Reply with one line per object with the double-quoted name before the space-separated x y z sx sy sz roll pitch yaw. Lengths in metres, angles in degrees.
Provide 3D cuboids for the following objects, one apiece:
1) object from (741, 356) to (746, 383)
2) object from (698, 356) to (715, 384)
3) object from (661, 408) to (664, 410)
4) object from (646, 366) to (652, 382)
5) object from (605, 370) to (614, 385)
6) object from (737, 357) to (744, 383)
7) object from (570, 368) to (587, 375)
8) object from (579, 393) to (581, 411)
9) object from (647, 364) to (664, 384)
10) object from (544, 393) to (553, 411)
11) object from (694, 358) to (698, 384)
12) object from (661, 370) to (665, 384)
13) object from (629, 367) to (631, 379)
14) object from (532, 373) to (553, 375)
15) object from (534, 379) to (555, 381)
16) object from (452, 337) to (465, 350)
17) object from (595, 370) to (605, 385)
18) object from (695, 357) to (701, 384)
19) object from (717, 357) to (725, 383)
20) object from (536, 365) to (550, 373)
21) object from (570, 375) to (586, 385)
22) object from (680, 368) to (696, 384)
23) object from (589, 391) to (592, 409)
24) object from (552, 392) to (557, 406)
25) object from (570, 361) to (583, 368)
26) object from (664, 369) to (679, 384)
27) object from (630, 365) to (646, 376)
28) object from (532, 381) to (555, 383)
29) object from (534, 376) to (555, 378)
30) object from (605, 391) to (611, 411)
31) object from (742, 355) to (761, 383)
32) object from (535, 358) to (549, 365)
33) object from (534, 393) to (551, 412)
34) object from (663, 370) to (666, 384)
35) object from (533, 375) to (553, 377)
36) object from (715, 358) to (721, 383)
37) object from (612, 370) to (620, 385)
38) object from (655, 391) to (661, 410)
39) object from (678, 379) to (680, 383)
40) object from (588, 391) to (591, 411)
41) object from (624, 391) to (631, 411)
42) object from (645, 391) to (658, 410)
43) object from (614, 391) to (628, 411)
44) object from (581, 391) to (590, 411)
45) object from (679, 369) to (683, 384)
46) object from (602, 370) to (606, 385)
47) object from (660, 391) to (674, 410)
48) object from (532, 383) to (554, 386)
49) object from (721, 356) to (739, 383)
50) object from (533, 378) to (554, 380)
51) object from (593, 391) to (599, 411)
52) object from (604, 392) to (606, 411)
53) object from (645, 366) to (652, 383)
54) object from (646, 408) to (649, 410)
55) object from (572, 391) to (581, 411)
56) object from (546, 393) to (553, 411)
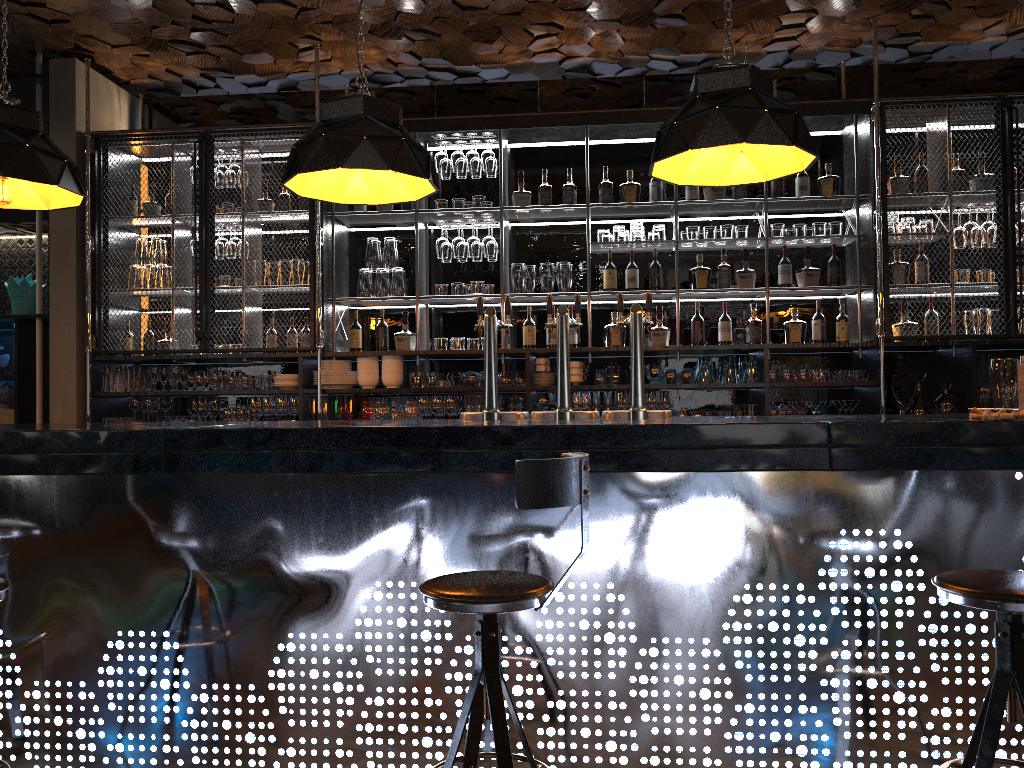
"object" 1.515 -0.090 5.664 0.115 0.172 0.101 -1 -1 -10
"object" 1.223 -0.088 5.575 0.115 0.172 0.101 -2 -1 35
"object" 1.015 0.162 5.881 0.091 0.229 0.091 -1 -1 3
"object" 0.929 -0.058 5.773 0.108 0.126 0.108 -1 -1 0
"object" 0.623 -0.042 5.686 0.067 0.099 0.058 -2 -2 41
"object" 1.519 -0.088 5.791 0.115 0.172 0.101 -1 -1 15
"object" 0.418 -0.068 5.749 0.106 0.069 0.094 0 -2 -43
"object" 0.422 0.165 5.777 0.058 0.234 0.058 -1 -1 28
"object" 0.916 -0.060 5.657 0.108 0.126 0.108 -2 -2 40
"object" 0.216 0.172 5.845 0.108 0.227 0.108 0 -1 -15
"object" 1.248 -0.084 5.817 0.115 0.172 0.101 -1 -1 -10
"object" 1.035 -0.042 5.905 0.098 0.097 0.098 -1 -1 -3
"object" 0.826 -0.053 5.906 0.100 0.125 0.100 -1 -1 19
"object" 0.204 -0.061 5.781 0.149 0.026 0.148 -1 -1 12
"object" 0.207 -0.018 5.780 0.149 0.023 0.149 0 -1 -10
"object" -0.356 -0.260 5.889 0.089 0.092 0.089 0 -1 -31
"object" 0.558 -0.042 5.653 0.067 0.099 0.058 0 -2 -39
"object" 1.229 -0.086 5.696 0.115 0.172 0.101 -1 -1 15
"object" 1.372 -0.088 5.680 0.101 0.172 0.115 -2 -1 35
"object" 0.208 -0.093 5.780 0.107 0.070 0.094 -2 -1 36
"object" 0.420 -0.023 5.744 0.106 0.067 0.094 -1 -1 -6
"object" 1.113 -0.049 5.608 0.098 0.097 0.098 -2 -2 39
"object" 0.499 0.166 5.878 0.058 0.234 0.058 0 -1 -18
"object" 0.315 0.168 5.717 0.108 0.227 0.108 0 -1 -24
"object" 0.413 -0.113 5.740 0.094 0.068 0.106 -1 -1 5
"object" 1.011 -0.047 5.623 0.098 0.097 0.098 0 -1 -15
"object" 0.805 -0.058 5.666 0.100 0.125 0.100 -2 -2 44
"object" 0.207 -0.006 5.780 0.149 0.023 0.149 0 -1 -26
"object" 0.208 -0.039 5.780 0.149 0.026 0.148 -1 -1 12
"object" 0.613 0.161 5.664 0.049 0.231 0.049 -1 -1 1
"object" 1.497 -0.092 5.548 0.101 0.172 0.115 -2 -1 35
"object" 0.197 -0.137 5.781 0.094 0.069 0.106 -1 -1 11
"object" 0.200 0.170 5.727 0.108 0.227 0.108 -1 -1 -3
"object" 1.022 -0.045 5.724 0.098 0.097 0.098 -2 -2 43
"object" 0.206 -0.050 5.780 0.149 0.025 0.149 0 -1 -32
"object" 1.380 -0.086 5.800 0.101 0.172 0.115 -1 -1 10
"object" 0.672 -0.041 5.786 0.058 0.099 0.067 -1 -1 18
"object" 0.941 0.161 5.769 0.091 0.229 0.091 -1 -1 -1
"object" 1.136 -0.045 5.817 0.098 0.097 0.098 -1 -1 -8
"object" 0.489 0.164 5.790 0.058 0.234 0.058 -2 -2 39
"object" 0.751 0.164 5.789 0.091 0.229 0.091 -1 -1 26
"object" 0.891 0.159 5.661 0.091 0.229 0.091 -1 -1 33
"object" 0.697 0.162 5.676 0.091 0.229 0.091 -1 -1 -8
"object" 0.470 0.162 5.696 0.058 0.234 0.058 -1 -1 9
"object" 1.120 -0.047 5.715 0.098 0.097 0.098 -1 -1 30
"object" 0.594 -0.039 5.815 0.058 0.099 0.067 -1 -1 8
"object" 0.987 0.158 5.651 0.091 0.229 0.091 0 -1 -22
"object" 0.207 0.004 5.780 0.149 0.022 0.149 0 -1 -26
"object" 1.364 -0.091 5.552 0.115 0.172 0.101 -1 -1 -10
"object" 0.206 -0.030 5.780 0.149 0.024 0.149 -1 -1 5
"object" 0.538 0.162 5.671 0.049 0.231 0.049 -1 -1 17
"object" 0.627 0.165 5.853 0.049 0.231 0.049 -1 -1 8
"object" 0.939 -0.056 5.895 0.108 0.126 0.108 0 -1 -23
"object" 0.915 0.164 5.887 0.091 0.229 0.091 0 -1 -26
"object" 0.412 0.163 5.692 0.058 0.234 0.058 0 -2 -42
"object" 0.229 0.174 5.967 0.108 0.227 0.108 -2 -1 37
